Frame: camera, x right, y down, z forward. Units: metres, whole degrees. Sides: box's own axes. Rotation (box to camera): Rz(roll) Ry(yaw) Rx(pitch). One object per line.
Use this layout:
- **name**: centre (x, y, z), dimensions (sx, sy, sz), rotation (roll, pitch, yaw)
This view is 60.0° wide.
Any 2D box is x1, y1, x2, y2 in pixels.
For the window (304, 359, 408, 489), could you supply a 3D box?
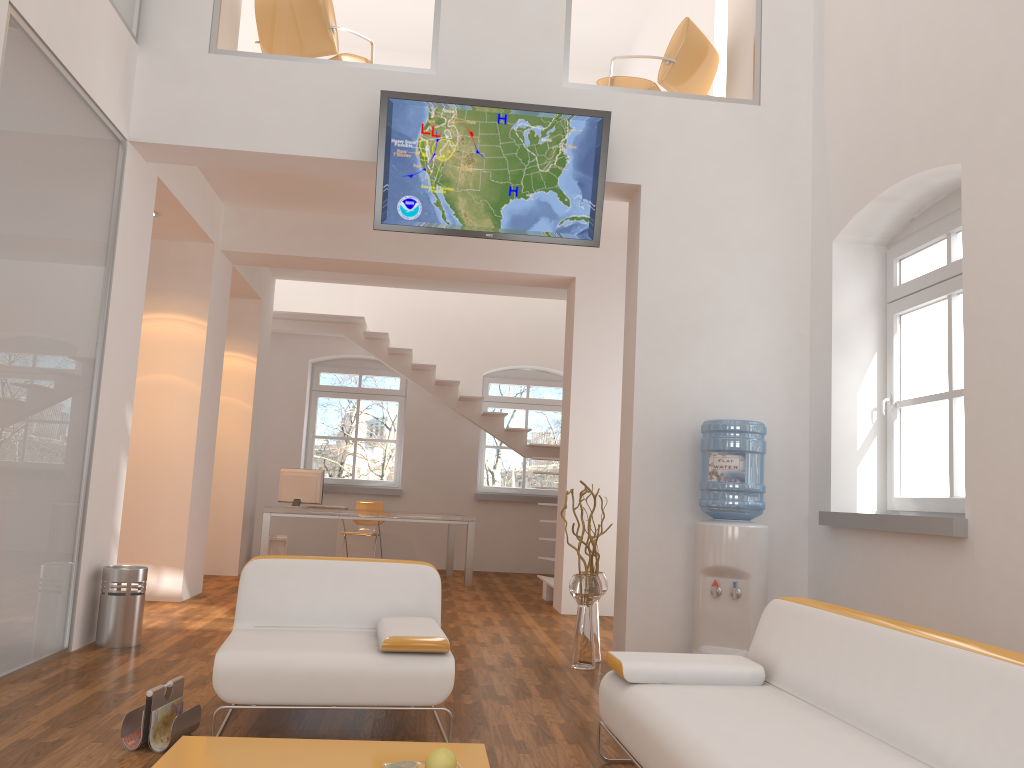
- **window**: centre (-2.092, 0.522, 11.950), dimensions (1.308, 1.737, 0.142), rotation (4, -7, -5)

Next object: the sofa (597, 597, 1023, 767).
- **sofa**: centre (0.867, 1.027, 2.501), dimensions (0.825, 0.661, 2.010), rotation (4, -7, -7)

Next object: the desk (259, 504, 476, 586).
- **desk**: centre (-1.638, 1.784, 9.872), dimensions (2.239, 0.750, 1.092), rotation (5, -7, -15)

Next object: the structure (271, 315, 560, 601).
- **structure**: centre (-0.902, 0.684, 9.949), dimensions (4.630, 3.042, 3.450), rotation (4, -7, -5)

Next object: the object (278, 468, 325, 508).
- **object**: centre (-2.328, 1.128, 9.634), dimensions (0.516, 0.418, 0.245), rotation (0, -8, 24)

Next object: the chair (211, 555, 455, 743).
- **chair**: centre (-0.742, 1.104, 3.791), dimensions (0.923, 0.661, 0.825), rotation (4, -7, -10)

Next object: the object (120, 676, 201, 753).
- **object**: centre (-1.324, 1.246, 3.369), dimensions (0.189, 0.217, 0.281), rotation (3, -7, 4)

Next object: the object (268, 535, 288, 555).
- **object**: centre (-2.615, 1.903, 9.836), dimensions (0.200, 0.422, 0.474), rotation (5, -7, -15)

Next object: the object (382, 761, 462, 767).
- **object**: centre (-0.243, 1.126, 2.509), dimensions (0.227, 0.048, 0.227), rotation (5, -7, -16)

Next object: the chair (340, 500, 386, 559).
- **chair**: centre (-1.821, 1.844, 10.808), dimensions (0.495, 0.829, 0.464), rotation (2, -7, 10)

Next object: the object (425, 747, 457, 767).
- **object**: centre (-0.209, 1.109, 2.579), dimensions (0.102, 0.095, 0.101), rotation (8, -9, -35)

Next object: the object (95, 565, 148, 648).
- **object**: centre (-2.322, 1.318, 5.278), dimensions (0.248, 0.450, 0.248), rotation (-3, -9, 38)

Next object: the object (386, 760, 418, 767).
- **object**: centre (-0.316, 1.119, 2.534), dimensions (0.091, 0.065, 0.092), rotation (10, -10, -43)

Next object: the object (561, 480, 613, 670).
- **object**: centre (0.483, 1.169, 5.584), dimensions (0.284, 1.112, 0.655), rotation (1, -7, 16)

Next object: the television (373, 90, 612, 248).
- **television**: centre (-0.120, -1.295, 5.387), dimensions (1.388, 0.803, 0.266), rotation (4, -7, -5)

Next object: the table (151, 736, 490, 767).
- **table**: centre (-0.545, 1.205, 2.466), dimensions (1.000, 0.150, 1.000), rotation (4, -7, -5)

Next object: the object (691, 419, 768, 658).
- **object**: centre (1.270, 0.964, 5.140), dimensions (0.436, 1.490, 0.436), rotation (6, -8, -20)

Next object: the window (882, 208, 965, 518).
- **window**: centre (2.309, -0.109, 4.663), dimensions (0.142, 1.627, 1.302), rotation (4, -7, -5)

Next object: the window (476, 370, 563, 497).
- **window**: centre (0.187, 0.667, 12.158), dimensions (1.308, 1.737, 0.142), rotation (4, -7, -5)

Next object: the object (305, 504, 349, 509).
- **object**: centre (-2.097, 1.388, 10.051), dimensions (0.467, 0.031, 0.200), rotation (2, -7, 5)
